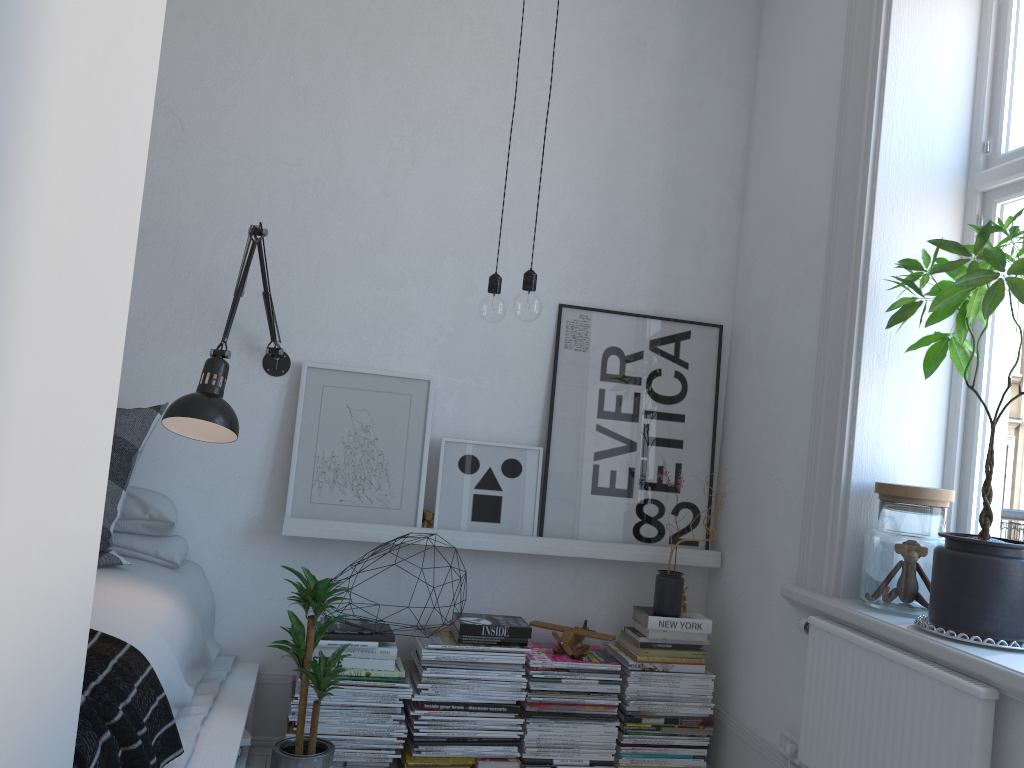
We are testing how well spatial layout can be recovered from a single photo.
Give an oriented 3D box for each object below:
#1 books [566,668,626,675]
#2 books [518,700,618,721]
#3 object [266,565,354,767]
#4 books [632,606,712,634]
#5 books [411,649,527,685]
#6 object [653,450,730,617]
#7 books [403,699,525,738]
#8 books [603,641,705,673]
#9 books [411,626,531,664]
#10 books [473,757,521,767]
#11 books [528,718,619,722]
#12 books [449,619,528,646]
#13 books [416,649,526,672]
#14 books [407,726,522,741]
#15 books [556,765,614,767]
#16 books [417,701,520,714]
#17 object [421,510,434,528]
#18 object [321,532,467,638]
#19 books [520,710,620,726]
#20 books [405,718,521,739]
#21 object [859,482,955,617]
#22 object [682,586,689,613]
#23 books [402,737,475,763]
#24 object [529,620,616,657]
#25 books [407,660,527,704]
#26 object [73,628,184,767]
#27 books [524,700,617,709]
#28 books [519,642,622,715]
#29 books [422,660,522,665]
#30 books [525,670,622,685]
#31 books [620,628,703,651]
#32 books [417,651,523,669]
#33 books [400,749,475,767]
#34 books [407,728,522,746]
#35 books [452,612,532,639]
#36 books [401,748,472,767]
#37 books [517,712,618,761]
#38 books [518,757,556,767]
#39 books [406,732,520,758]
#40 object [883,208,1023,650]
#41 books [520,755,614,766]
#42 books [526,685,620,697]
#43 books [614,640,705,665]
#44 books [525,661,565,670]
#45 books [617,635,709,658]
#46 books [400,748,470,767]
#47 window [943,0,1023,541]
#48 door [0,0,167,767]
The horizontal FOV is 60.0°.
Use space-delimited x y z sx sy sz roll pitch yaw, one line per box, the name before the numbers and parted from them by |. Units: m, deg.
books | 0.261 0.940 2.972 0.193 0.009 0.182 7 -3 -12
books | 0.161 1.073 2.982 0.308 0.012 0.290 7 -3 -13
object | -0.566 0.849 2.454 0.250 0.683 0.201 6 -3 7
books | 0.550 0.812 3.059 0.228 0.045 0.169 6 -3 -9
books | -0.142 0.924 2.916 0.351 0.041 0.293 7 -3 -14
object | 0.611 0.519 3.066 0.293 0.553 0.157 6 -3 -2
books | -0.165 1.071 2.904 0.375 0.080 0.304 7 -3 -13
books | 0.489 0.950 3.099 0.271 0.026 0.286 7 -3 -12
books | -0.144 0.849 2.912 0.348 0.053 0.295 7 -3 -14
books | -0.072 1.205 2.927 0.139 0.038 0.297 7 -3 -12
books | 0.173 1.084 2.976 0.306 0.009 0.247 7 -3 -14
books | -0.080 0.819 2.921 0.228 0.029 0.199 7 -3 -12
books | -0.137 0.897 2.884 0.339 0.010 0.173 6 -3 -11
books | -0.161 1.121 2.876 0.354 0.008 0.180 7 -3 -16
books | 0.212 1.242 2.972 0.192 0.012 0.251 7 -3 -12
books | -0.151 1.016 2.876 0.319 0.027 0.208 6 -3 -11
object | -0.307 0.472 3.051 0.098 0.079 0.035 4 -3 35
object | -0.383 0.629 2.841 0.478 0.327 0.317 6 -3 5
books | 0.175 1.094 2.973 0.313 0.011 0.241 6 -3 -11
books | -0.162 1.113 2.874 0.355 0.007 0.182 7 -3 -17
object | 1.073 0.440 2.394 0.228 0.330 0.228 6 -3 -10
object | 0.592 0.748 3.105 0.045 0.101 0.050 5 -3 12
books | -0.244 1.170 2.846 0.217 0.010 0.212 7 -3 -13
object | 0.197 0.869 3.028 0.258 0.086 0.257 7 -3 -16
books | -0.159 0.971 2.912 0.375 0.062 0.289 7 -3 -11
object | -1.613 0.546 1.422 2.048 0.322 0.619 7 -3 -12
books | 0.165 1.042 2.986 0.298 0.007 0.280 7 -3 -14
books | 0.180 0.988 2.988 0.318 0.162 0.272 7 -3 -12
books | -0.145 0.881 2.901 0.326 0.008 0.194 7 -3 -13
books | 0.182 0.965 2.986 0.311 0.012 0.260 7 -3 -13
books | 0.517 0.888 3.085 0.233 0.020 0.187 7 -3 -14
books | -0.137 0.887 2.860 0.329 0.007 0.129 6 -3 -10
books | -0.178 1.218 2.867 0.362 0.016 0.188 7 -3 -17
books | -0.162 1.130 2.877 0.353 0.010 0.218 7 -3 -16
books | -0.068 0.788 2.898 0.235 0.035 0.163 7 -3 -12
books | -0.247 1.181 2.843 0.212 0.014 0.203 7 -3 -16
books | 0.168 1.157 2.975 0.319 0.116 0.270 7 -3 -13
books | 0.077 1.222 2.866 0.113 0.011 0.091 7 -3 -12
books | -0.171 1.156 2.910 0.354 0.040 0.292 6 -3 -10
object | 1.176 0.087 2.119 0.497 1.021 0.696 8 -3 -39
books | 0.159 1.221 2.964 0.301 0.017 0.238 7 -3 -12
books | 0.176 1.002 2.980 0.306 0.007 0.255 7 -3 -12
books | 0.506 0.928 3.065 0.245 0.020 0.223 7 -3 -13
books | 0.097 0.922 2.940 0.121 0.010 0.173 7 -3 -14
books | 0.520 0.909 3.072 0.257 0.021 0.202 7 -3 -15
books | -0.251 1.196 2.857 0.205 0.013 0.187 7 -3 -12
window | 1.483 -0.323 1.934 0.094 1.901 1.358 6 -3 -12
door | 0.402 0.105 0.488 1.466 2.176 0.505 7 -3 -27
